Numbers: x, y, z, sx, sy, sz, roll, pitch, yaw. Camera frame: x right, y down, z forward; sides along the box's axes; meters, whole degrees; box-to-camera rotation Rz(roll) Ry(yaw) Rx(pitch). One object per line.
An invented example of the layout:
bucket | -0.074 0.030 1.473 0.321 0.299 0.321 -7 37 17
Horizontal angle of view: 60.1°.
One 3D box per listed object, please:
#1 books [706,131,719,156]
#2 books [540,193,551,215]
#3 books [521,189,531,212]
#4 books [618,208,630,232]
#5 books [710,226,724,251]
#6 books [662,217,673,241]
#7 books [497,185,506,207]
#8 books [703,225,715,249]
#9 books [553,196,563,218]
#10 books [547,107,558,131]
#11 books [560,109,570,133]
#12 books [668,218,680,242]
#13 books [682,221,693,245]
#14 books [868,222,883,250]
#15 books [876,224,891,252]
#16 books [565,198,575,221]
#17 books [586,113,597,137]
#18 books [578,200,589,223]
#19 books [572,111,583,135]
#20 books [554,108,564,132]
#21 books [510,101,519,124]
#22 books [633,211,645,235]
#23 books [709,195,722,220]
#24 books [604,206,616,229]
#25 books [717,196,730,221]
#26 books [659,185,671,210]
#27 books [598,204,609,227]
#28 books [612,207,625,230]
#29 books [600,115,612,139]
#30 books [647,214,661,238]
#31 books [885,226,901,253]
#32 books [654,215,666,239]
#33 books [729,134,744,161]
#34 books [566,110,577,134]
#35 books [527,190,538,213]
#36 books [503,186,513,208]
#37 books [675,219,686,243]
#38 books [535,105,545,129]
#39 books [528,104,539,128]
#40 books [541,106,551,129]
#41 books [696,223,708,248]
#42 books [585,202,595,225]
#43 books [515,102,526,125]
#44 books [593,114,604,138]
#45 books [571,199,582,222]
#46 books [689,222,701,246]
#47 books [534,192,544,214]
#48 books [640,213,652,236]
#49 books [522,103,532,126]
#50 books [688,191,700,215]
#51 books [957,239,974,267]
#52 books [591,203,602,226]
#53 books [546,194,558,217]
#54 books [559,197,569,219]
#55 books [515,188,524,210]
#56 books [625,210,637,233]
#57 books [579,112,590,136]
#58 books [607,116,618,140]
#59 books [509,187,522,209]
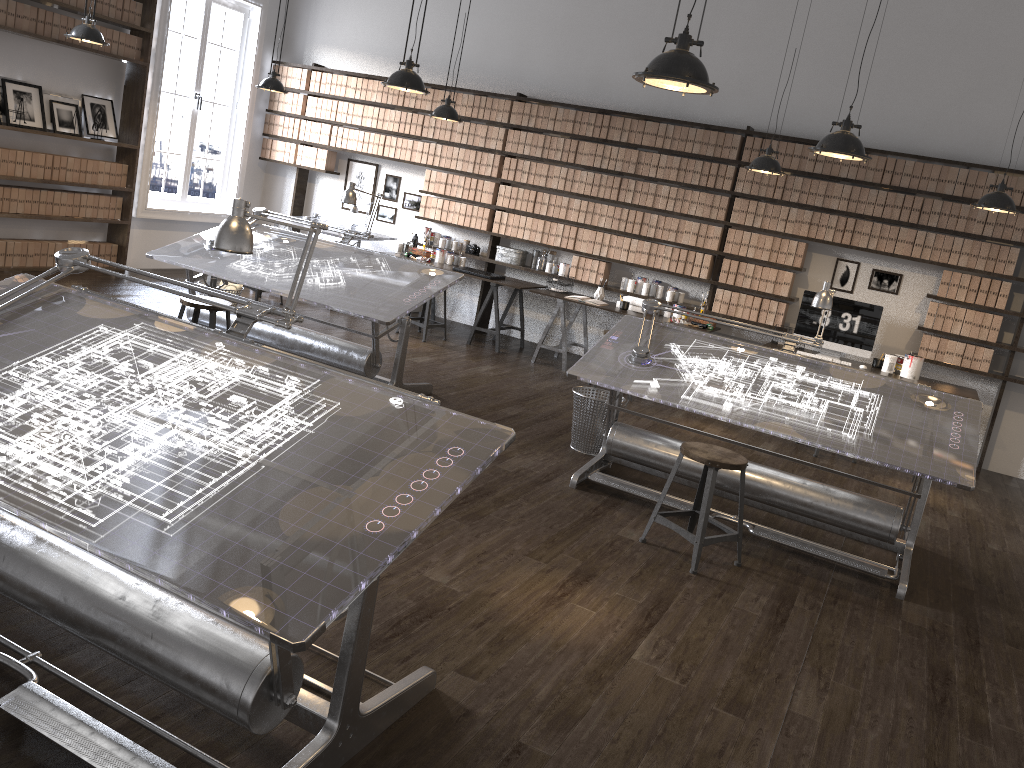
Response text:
books | 1.846 -2.184 8.088 0.067 0.224 0.175 15 11 23
books | 0.361 -1.782 8.835 0.067 0.224 0.175 15 11 23
books | 0.169 -1.840 8.928 0.067 0.223 0.175 15 11 23
books | 1.094 -1.566 8.502 0.067 0.223 0.175 15 11 23
books | 1.893 -1.328 8.133 0.067 0.224 0.175 15 11 23
books | 1.482 -1.452 8.328 0.067 0.224 0.175 15 11 23
books | -0.074 -1.911 9.035 0.067 0.224 0.175 15 11 23
books | 1.838 -1.346 8.166 0.067 0.224 0.175 15 11 23
books | 0.488 -1.746 8.781 0.067 0.224 0.175 15 11 23
books | 0.431 -2.603 8.736 0.067 0.224 0.175 15 11 23
books | 0.552 -2.569 8.685 0.067 0.223 0.175 15 11 23
books | 1.539 -1.433 8.295 0.067 0.224 0.175 15 11 23
books | 1.654 -1.400 8.246 0.067 0.223 0.175 15 11 23
books | 3.103 -1.259 7.561 0.067 0.224 0.175 15 11 23
books | 3.166 -1.241 7.537 0.067 0.224 0.175 15 11 23
books | 0.606 -1.711 8.726 0.067 0.223 0.175 15 11 23
books | 0.794 -2.496 8.571 0.067 0.224 0.175 15 11 23
books | 0.724 -1.675 8.668 0.067 0.224 0.175 15 11 23
books | 0.671 -2.534 8.632 0.067 0.224 0.175 15 11 23
books | 0.495 -2.585 8.708 0.067 0.223 0.175 15 11 23
books | 0.063 -2.713 8.907 0.067 0.223 0.175 15 11 23
books | 1.225 -1.526 8.439 0.067 0.224 0.175 15 11 23
books | 1.883 -1.614 8.120 0.067 0.223 0.175 15 11 23
books | 0.973 -1.601 8.553 0.067 0.224 0.175 15 11 23
books | 1.945 -1.596 8.093 0.067 0.224 0.175 15 11 23
books | 1.455 -1.740 8.315 0.067 0.223 0.175 15 11 23
books | 0.910 -1.620 8.585 0.067 0.224 0.175 15 11 23
books | 1.036 -1.582 8.524 0.067 0.224 0.175 15 11 23
books | 0.923 -2.458 8.511 0.067 0.224 0.175 15 11 23
books | 1.355 -1.488 8.381 0.067 0.224 0.175 15 11 23
books | 3.227 -1.222 7.507 0.067 0.224 0.175 15 11 23
books | 1.419 -1.470 8.356 0.067 0.224 0.175 15 11 23
books | 2.032 -2.130 8.005 0.067 0.224 0.175 15 11 23
books | 0.609 -2.550 8.653 0.067 0.224 0.175 15 11 23
books | 0.232 -1.820 8.893 0.067 0.224 0.175 15 11 23
books | -0.012 -1.892 9.003 0.067 0.224 0.175 15 11 23
books | 1.600 -1.417 8.272 0.067 0.223 0.175 15 11 23
books | 0.309 -2.641 8.798 0.067 0.224 0.175 15 11 23
books | 0.246 -2.658 8.822 0.067 0.224 0.175 15 11 23
books | 0.370 -2.622 8.768 0.067 0.224 0.175 15 11 23
books | 1.776 -1.364 8.192 0.067 0.224 0.175 15 11 23
books | 0.788 -1.657 8.643 0.067 0.224 0.175 15 11 23
books | 0.117 -2.696 8.878 0.067 0.224 0.175 15 11 23
books | 0.859 -2.478 8.546 0.067 0.224 0.175 15 11 23
books | 0.661 -1.694 8.699 0.067 0.223 0.175 15 11 23
books | 1.712 -1.382 8.217 0.067 0.224 0.175 15 11 23
books | 0.300 -1.801 8.868 0.067 0.224 0.175 15 11 23
books | 1.294 -1.507 8.414 0.067 0.224 0.175 15 11 23
books | 0.181 -2.677 8.848 0.067 0.224 0.175 15 11 23
books | 1.704 -1.667 8.201 0.067 0.224 0.175 15 11 23
books | 3.725 -1.075 7.277 0.067 0.223 0.175 15 11 23
books | 0.850 -1.639 8.617 0.067 0.224 0.175 15 11 23
books | 0.425 -1.764 8.810 0.067 0.224 0.175 15 11 23
books | 0.545 -1.727 8.749 0.067 0.224 0.175 15 11 23
books | 0.110 -1.857 8.952 0.067 0.223 0.175 15 11 23
books | 1.162 -1.546 8.474 0.067 0.223 0.175 15 11 23
books | 0.733 -2.515 8.603 0.067 0.224 0.175 15 11 23
books | 0.991 -2.439 8.486 0.067 0.223 0.175 15 11 23
books | 0.052 -1.873 8.973 0.067 0.224 0.175 15 11 23
